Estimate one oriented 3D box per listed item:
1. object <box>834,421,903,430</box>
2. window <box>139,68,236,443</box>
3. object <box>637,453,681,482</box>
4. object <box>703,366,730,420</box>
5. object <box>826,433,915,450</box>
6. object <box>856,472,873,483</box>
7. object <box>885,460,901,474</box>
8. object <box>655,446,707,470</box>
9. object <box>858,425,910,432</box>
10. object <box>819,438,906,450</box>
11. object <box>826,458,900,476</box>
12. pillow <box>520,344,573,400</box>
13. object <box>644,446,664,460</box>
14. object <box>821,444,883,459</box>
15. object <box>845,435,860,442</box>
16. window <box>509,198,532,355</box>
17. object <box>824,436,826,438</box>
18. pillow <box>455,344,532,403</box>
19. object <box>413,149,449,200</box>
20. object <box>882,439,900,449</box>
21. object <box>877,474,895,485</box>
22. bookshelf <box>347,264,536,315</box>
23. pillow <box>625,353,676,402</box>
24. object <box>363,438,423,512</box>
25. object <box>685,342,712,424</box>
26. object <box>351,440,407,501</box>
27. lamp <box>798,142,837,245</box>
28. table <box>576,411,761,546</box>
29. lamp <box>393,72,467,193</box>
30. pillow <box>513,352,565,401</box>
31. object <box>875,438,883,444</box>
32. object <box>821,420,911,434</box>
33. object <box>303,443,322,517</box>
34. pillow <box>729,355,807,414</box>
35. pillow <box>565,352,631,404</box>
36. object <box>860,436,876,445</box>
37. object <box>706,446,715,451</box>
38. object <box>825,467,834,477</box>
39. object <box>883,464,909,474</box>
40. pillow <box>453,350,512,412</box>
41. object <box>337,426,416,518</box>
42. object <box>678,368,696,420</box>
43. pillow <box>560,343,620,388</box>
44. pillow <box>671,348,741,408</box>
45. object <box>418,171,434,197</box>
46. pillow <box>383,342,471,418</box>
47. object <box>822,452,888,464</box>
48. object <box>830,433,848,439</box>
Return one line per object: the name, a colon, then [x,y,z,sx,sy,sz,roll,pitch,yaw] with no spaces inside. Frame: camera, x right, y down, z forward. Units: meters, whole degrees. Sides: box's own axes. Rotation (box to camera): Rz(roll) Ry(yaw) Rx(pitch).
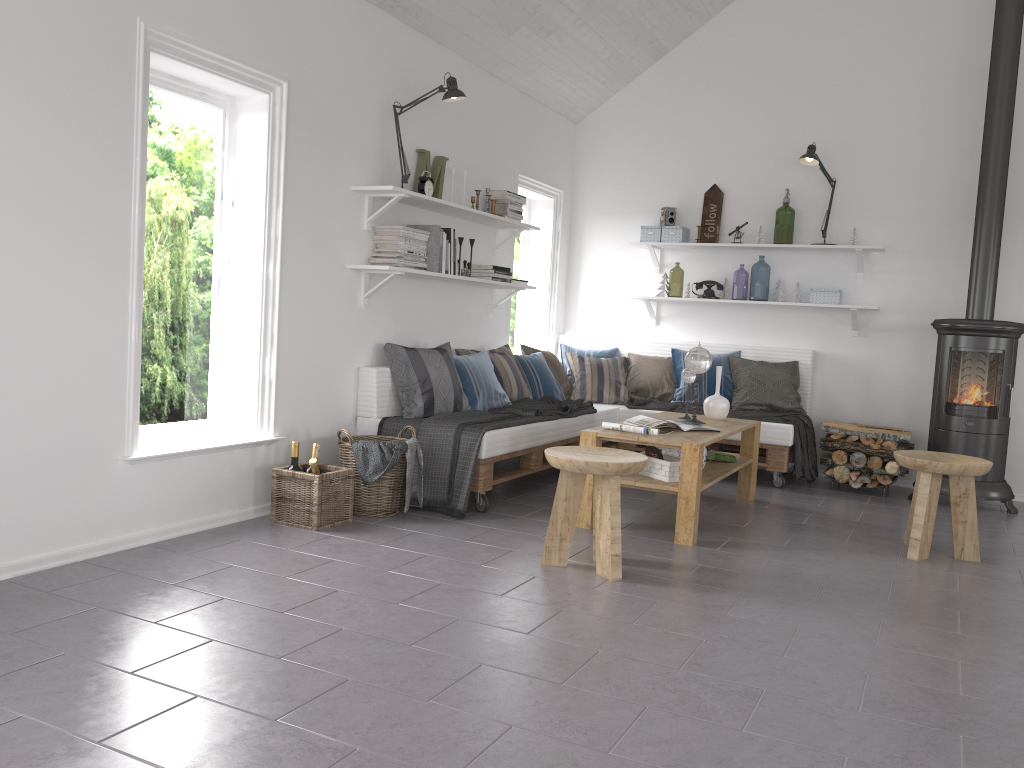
object: [2.469,0.311,6.156,0.467,0.063,0.095,5,5,26]
window: [-1.507,-0.550,3.977,0.117,1.655,0.685,5,5,26]
object: [0.759,0.418,4.471,0.155,0.102,0.281,1,5,-31]
object: [1.236,0.055,5.336,0.155,0.325,0.155,3,4,-3]
object: [2.448,0.394,6.071,0.562,0.057,0.097,5,5,26]
object: [2.419,0.605,6.033,0.097,0.056,0.562,5,5,26]
object: [2.575,0.512,5.967,0.118,0.142,0.520,6,5,30]
object: [0.892,0.380,4.760,0.302,0.161,0.302,5,4,22]
object: [2.439,0.314,6.077,0.541,0.070,0.101,6,5,27]
object: [2.368,0.418,5.990,0.538,0.082,0.099,5,5,26]
object: [2.341,0.559,5.928,0.468,0.069,0.095,5,5,26]
pillow: [0.273,-0.071,6.600,0.334,0.438,0.545,6,5,31]
object: [0.734,0.392,4.530,0.090,0.139,0.182,3,4,-9]
object: [2.376,0.458,5.955,0.562,0.063,0.095,6,5,27]
object: [2.346,0.354,6.057,0.098,0.060,0.467,6,5,29]
window: [-0.064,-0.679,6.946,0.052,1.655,0.685,5,5,26]
object: [2.424,0.430,6.106,0.539,0.070,0.101,6,5,27]
pillow: [-0.099,-0.040,5.832,0.316,0.438,0.546,7,5,38]
object: [-0.491,-1.222,5.298,0.052,0.311,0.330,5,5,26]
object: [2.552,0.375,5.951,0.098,0.088,0.466,6,5,27]
object: [2.525,0.623,5.979,0.096,0.060,0.467,5,5,26]
bookshelf: [-0.359,-0.553,5.475,0.269,0.212,1.820,5,5,26]
pillow: [1.066,-0.027,6.692,0.521,0.381,0.366,5,5,23]
object: [-0.651,0.448,4.482,0.349,0.356,0.290,5,4,20]
object: [1.059,-0.010,5.085,0.155,0.468,0.155,4,4,5]
object: [-0.671,0.434,4.426,0.303,0.332,0.367,2,4,-18]
lamp: [2.164,-1.325,6.230,0.439,0.703,0.196,-1,6,-44]
table: [0.921,0.470,4.936,0.607,0.485,1.457,5,5,26]
lamp: [-0.480,-1.389,4.928,0.439,0.703,0.196,1,5,-29]
pillow: [0.149,-0.019,6.202,0.341,0.408,0.523,7,6,42]
object: [2.486,0.368,5.974,0.044,0.034,0.425,5,5,26]
object: [2.385,0.313,5.987,0.562,0.074,0.095,6,5,27]
object: [-0.976,0.466,4.274,0.094,0.361,0.127,5,5,26]
pillow: [1.817,0.015,6.325,0.519,0.395,0.334,4,4,4]
pillow: [0.660,-0.029,6.696,0.516,0.392,0.358,3,4,-5]
object: [2.427,0.361,6.017,0.096,0.068,0.467,5,5,26]
object: [1.061,0.371,5.121,0.195,0.029,0.176,6,5,36]
object: [2.243,0.583,6.177,0.052,0.056,0.561,5,5,26]
object: [2.425,0.552,6.097,0.562,0.063,0.095,6,5,27]
pillow: [-0.243,-0.002,5.479,0.525,0.401,0.331,-1,6,-45]
object: [-0.693,0.433,4.494,0.393,0.432,0.393,4,4,13]
object: [1.051,0.045,5.288,0.109,0.329,0.109,3,4,-5]
pillow: [0.625,-0.091,6.986,0.534,0.437,0.287,3,4,-1]
pillow: [1.429,-0.044,6.498,0.526,0.428,0.311,4,4,5]
object: [-0.491,-1.131,5.059,0.050,0.165,0.120,5,5,26]
pillow: [-0.482,-0.020,5.094,0.301,0.444,0.534,7,6,42]
object: [2.467,0.550,6.195,0.569,0.078,0.115,6,5,27]
object: [2.269,0.345,6.089,0.098,0.061,0.467,6,5,27]
